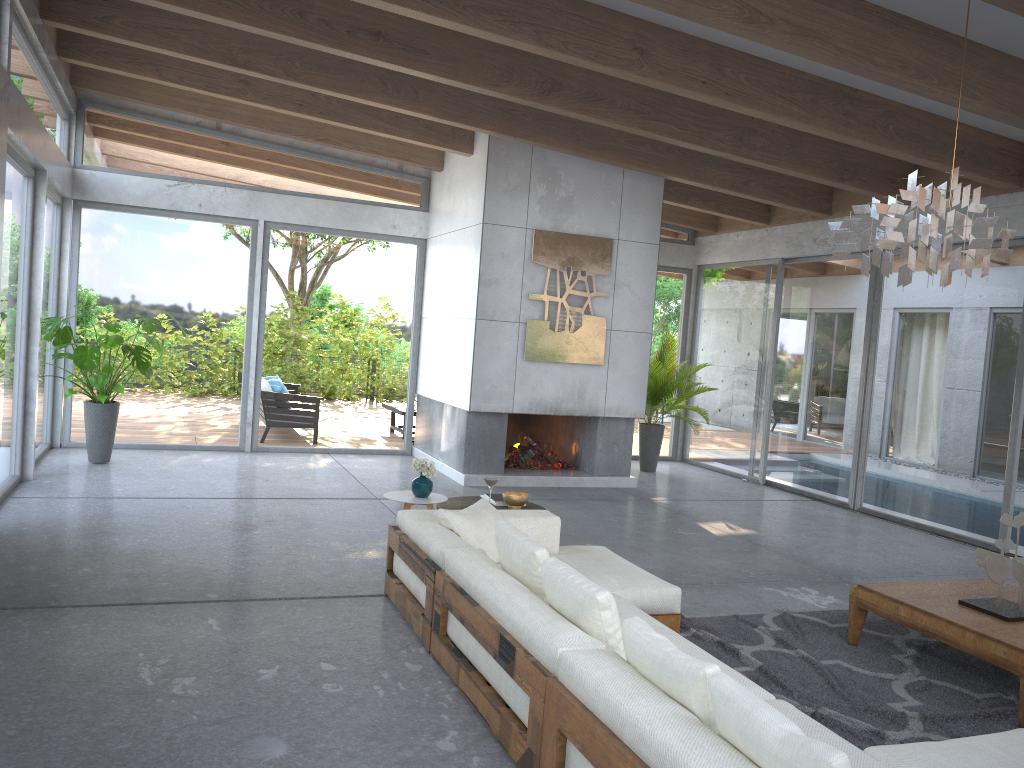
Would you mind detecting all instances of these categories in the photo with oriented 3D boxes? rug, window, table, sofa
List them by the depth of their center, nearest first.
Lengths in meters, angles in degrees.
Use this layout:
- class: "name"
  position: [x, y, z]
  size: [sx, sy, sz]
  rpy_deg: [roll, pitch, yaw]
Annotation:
- class: "sofa"
  position: [0.852, 1.117, 3.796]
  size: [1.965, 0.777, 3.733]
  rpy_deg: [3, 3, -21]
- class: "window"
  position: [2.664, -0.336, 4.162]
  size: [14.294, 3.764, 23.280]
  rpy_deg: [3, 3, -21]
- class: "rug"
  position: [1.977, 1.446, 4.412]
  size: [3.186, 0.056, 2.187]
  rpy_deg: [3, 3, -21]
- class: "table"
  position: [2.532, 1.334, 4.554]
  size: [1.048, 0.352, 1.112]
  rpy_deg: [3, 3, -21]
- class: "table"
  position: [-0.148, 1.023, 5.820]
  size: [0.725, 0.441, 0.725]
  rpy_deg: [6, 3, 31]

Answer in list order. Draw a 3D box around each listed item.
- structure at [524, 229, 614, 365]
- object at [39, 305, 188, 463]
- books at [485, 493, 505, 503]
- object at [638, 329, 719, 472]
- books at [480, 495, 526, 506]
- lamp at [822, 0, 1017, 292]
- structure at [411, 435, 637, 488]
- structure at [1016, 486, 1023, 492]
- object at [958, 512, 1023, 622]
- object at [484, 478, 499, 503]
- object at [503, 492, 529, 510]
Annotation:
- class: "structure"
  position: [0.599, -0.896, 9.321]
  size: [0.919, 1.351, 0.041]
  rpy_deg: [3, 3, -21]
- class: "object"
  position: [-4.150, -0.005, 8.900]
  size: [1.416, 1.540, 1.731]
  rpy_deg: [4, 3, -2]
- class: "books"
  position: [-0.052, 0.777, 6.021]
  size: [0.205, 0.012, 0.290]
  rpy_deg: [3, 3, -16]
- class: "object"
  position: [1.790, 0.192, 11.174]
  size: [1.484, 1.819, 1.798]
  rpy_deg: [4, 3, -14]
- class: "books"
  position: [-0.061, 0.790, 6.021]
  size: [0.220, 0.015, 0.303]
  rpy_deg: [3, 3, -22]
- class: "lamp"
  position: [1.838, -1.122, 3.982]
  size: [0.862, 1.400, 0.636]
  rpy_deg: [6, 3, 26]
- class: "structure"
  position: [0.071, 0.726, 10.456]
  size: [2.012, 0.595, 2.203]
  rpy_deg: [3, 3, -21]
- class: "structure"
  position: [8.264, 1.717, 8.723]
  size: [0.477, 0.068, 13.673]
  rpy_deg: [3, 3, -21]
- class: "object"
  position: [2.532, 0.898, 4.544]
  size: [0.346, 0.518, 0.379]
  rpy_deg: [3, 3, -21]
- class: "object"
  position: [-0.138, 0.707, 5.607]
  size: [0.099, 0.212, 0.099]
  rpy_deg: [5, 3, 10]
- class: "object"
  position: [0.022, 0.767, 5.793]
  size: [0.173, 0.097, 0.173]
  rpy_deg: [2, 4, -42]
